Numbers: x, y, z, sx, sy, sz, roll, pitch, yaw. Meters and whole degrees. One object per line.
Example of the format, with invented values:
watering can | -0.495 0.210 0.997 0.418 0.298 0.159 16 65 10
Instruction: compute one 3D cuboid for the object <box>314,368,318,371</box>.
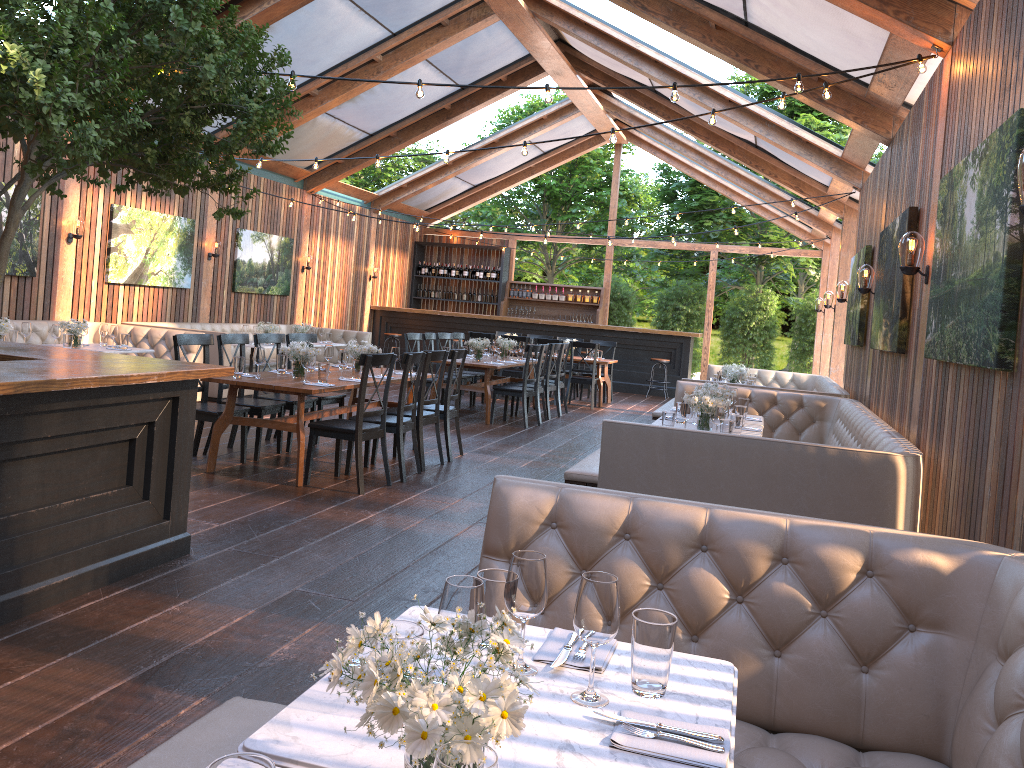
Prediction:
object | -1.786 -0.137 8.082 0.255 0.019 0.157 6 5 17

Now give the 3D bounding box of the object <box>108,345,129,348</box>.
object | -4.259 -0.410 9.584 0.158 0.019 0.255 6 5 16

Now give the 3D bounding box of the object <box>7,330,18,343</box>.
object | -4.808 -0.436 8.514 0.092 0.158 0.092 5 2 3

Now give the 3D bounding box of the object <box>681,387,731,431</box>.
object | 1.380 0.188 6.288 0.337 0.309 0.329 6 3 28

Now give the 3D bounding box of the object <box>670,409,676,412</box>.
object | 1.490 0.232 7.603 0.255 0.019 0.157 6 5 17

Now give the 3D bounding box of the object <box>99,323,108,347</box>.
object | -4.378 -0.524 9.477 0.092 0.244 0.092 4 2 -26

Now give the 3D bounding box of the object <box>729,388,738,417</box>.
object | 1.879 0.156 7.554 0.092 0.244 0.092 5 1 19

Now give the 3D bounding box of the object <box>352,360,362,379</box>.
object | -1.318 -0.122 7.525 0.092 0.158 0.092 6 2 23

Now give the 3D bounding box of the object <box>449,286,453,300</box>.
object | -1.406 -2.096 20.385 0.094 0.308 0.094 5 1 17

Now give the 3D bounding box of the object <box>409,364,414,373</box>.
object | -0.996 -0.183 8.581 0.091 0.158 0.092 3 2 -37

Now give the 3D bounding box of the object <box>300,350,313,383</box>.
object | -1.606 -0.137 6.911 0.092 0.244 0.092 4 2 -26

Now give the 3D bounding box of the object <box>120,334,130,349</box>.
object | -4.116 -0.453 9.401 0.092 0.158 0.092 5 2 3

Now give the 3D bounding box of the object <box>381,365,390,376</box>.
object | -1.148 -0.149 8.016 0.092 0.158 0.091 6 3 43

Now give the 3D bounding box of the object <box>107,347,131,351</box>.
object | -4.120 -0.369 9.236 0.255 0.019 0.157 6 5 17

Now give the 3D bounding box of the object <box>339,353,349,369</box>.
object | -1.612 -0.224 8.462 0.091 0.158 0.092 3 2 -37

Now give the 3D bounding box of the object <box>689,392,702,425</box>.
object | 1.398 0.183 6.750 0.092 0.244 0.092 4 2 -26

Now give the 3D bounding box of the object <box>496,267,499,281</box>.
object | -0.337 -2.517 20.228 0.087 0.334 0.087 5 1 -4

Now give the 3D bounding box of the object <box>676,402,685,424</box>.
object | 1.284 0.220 6.709 0.092 0.158 0.092 5 2 3

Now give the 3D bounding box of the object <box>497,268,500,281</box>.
object | -0.302 -2.485 20.058 0.075 0.302 0.075 5 1 33

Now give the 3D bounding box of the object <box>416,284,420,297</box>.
object | -2.192 -2.187 20.694 0.094 0.308 0.094 5 1 3

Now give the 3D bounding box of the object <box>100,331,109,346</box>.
object | -4.419 -0.493 9.581 0.091 0.158 0.092 3 2 -37

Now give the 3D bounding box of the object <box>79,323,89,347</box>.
object | -4.491 -0.516 9.271 0.092 0.244 0.092 4 2 -26

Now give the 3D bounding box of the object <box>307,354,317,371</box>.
object | -1.796 -0.194 7.913 0.091 0.158 0.092 4 2 -17

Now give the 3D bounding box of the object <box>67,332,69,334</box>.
object | -4.597 -0.479 9.234 0.092 0.158 0.092 5 2 3

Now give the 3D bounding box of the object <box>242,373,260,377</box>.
object | -2.097 -0.073 7.006 0.255 0.019 0.157 6 5 17

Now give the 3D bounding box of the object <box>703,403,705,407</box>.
object | 1.676 0.163 7.783 0.091 0.158 0.092 3 2 -37

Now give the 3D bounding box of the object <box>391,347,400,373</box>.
object | -1.131 -0.233 8.529 0.092 0.244 0.092 5 1 19

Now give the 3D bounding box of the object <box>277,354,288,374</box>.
object | -1.921 -0.164 7.392 0.092 0.158 0.091 6 3 43

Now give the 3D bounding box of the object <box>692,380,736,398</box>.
object | 1.649 0.133 7.209 0.337 0.309 0.329 7 4 33

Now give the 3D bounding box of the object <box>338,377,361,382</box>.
object | -1.340 -0.039 7.350 0.255 0.019 0.157 6 5 17

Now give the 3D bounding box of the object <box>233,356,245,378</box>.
object | -2.115 -0.130 6.836 0.092 0.158 0.091 6 3 43

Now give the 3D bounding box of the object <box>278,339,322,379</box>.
object | -1.716 -0.202 7.181 0.336 0.309 0.329 5 3 12

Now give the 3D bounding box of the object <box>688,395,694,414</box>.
object | 1.498 0.177 7.436 0.092 0.158 0.092 5 2 3

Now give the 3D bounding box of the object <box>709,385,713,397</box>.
object | 1.717 0.132 7.679 0.092 0.244 0.092 4 2 -26

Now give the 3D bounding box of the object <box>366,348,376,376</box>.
object | -1.275 -0.197 7.955 0.092 0.244 0.092 5 1 19

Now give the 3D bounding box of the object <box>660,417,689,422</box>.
object | 1.279 0.275 6.883 0.255 0.019 0.157 6 5 17

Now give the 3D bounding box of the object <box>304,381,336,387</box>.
object | -1.492 -0.003 6.766 0.255 0.019 0.157 6 5 17

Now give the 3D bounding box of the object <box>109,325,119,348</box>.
object | -4.215 -0.501 9.363 0.092 0.244 0.092 5 1 19

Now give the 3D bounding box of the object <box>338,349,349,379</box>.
object | -1.430 -0.170 7.478 0.092 0.244 0.092 5 1 14

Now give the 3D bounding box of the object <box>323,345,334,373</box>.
object | -1.649 -0.228 7.942 0.092 0.244 0.092 4 2 -31

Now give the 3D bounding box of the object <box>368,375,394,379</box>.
object | -1.184 -0.067 7.838 0.255 0.019 0.157 6 5 17

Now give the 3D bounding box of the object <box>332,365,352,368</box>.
object | -1.620 -0.170 8.644 0.255 0.019 0.157 6 5 17

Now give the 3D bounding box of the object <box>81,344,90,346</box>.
object | -4.605 -0.423 9.401 0.255 0.019 0.157 6 5 17

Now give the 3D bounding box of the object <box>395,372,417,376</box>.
object | -1.019 -0.100 8.396 0.255 0.019 0.157 6 5 17

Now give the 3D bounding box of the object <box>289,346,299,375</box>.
object | -1.829 -0.199 7.442 0.092 0.244 0.092 5 1 14

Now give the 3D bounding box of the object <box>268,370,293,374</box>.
object | -1.944 -0.104 7.568 0.255 0.019 0.157 6 5 17

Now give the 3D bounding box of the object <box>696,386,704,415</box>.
object | 1.604 0.140 7.473 0.092 0.244 0.092 4 2 -26

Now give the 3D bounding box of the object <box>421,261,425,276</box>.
object | -2.054 -2.692 20.609 0.087 0.334 0.087 5 1 -4

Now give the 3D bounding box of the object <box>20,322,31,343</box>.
object | -4.702 -0.473 8.551 0.092 0.244 0.092 4 2 -26

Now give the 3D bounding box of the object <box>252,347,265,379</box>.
object | -1.964 -0.162 6.857 0.092 0.244 0.092 5 1 -3

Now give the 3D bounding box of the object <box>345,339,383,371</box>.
object | -1.393 -0.258 8.179 0.335 0.309 0.330 3 4 -36

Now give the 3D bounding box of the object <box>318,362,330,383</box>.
object | -1.483 -0.088 6.959 0.092 0.158 0.091 6 2 33

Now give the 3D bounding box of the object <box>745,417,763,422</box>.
object | 1.970 0.287 7.422 0.255 0.019 0.157 6 5 17

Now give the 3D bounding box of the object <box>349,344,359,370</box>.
object | -1.518 -0.263 8.498 0.092 0.244 0.092 6 2 42

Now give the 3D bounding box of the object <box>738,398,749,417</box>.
object | 1.988 0.203 7.607 0.092 0.158 0.092 5 2 3
